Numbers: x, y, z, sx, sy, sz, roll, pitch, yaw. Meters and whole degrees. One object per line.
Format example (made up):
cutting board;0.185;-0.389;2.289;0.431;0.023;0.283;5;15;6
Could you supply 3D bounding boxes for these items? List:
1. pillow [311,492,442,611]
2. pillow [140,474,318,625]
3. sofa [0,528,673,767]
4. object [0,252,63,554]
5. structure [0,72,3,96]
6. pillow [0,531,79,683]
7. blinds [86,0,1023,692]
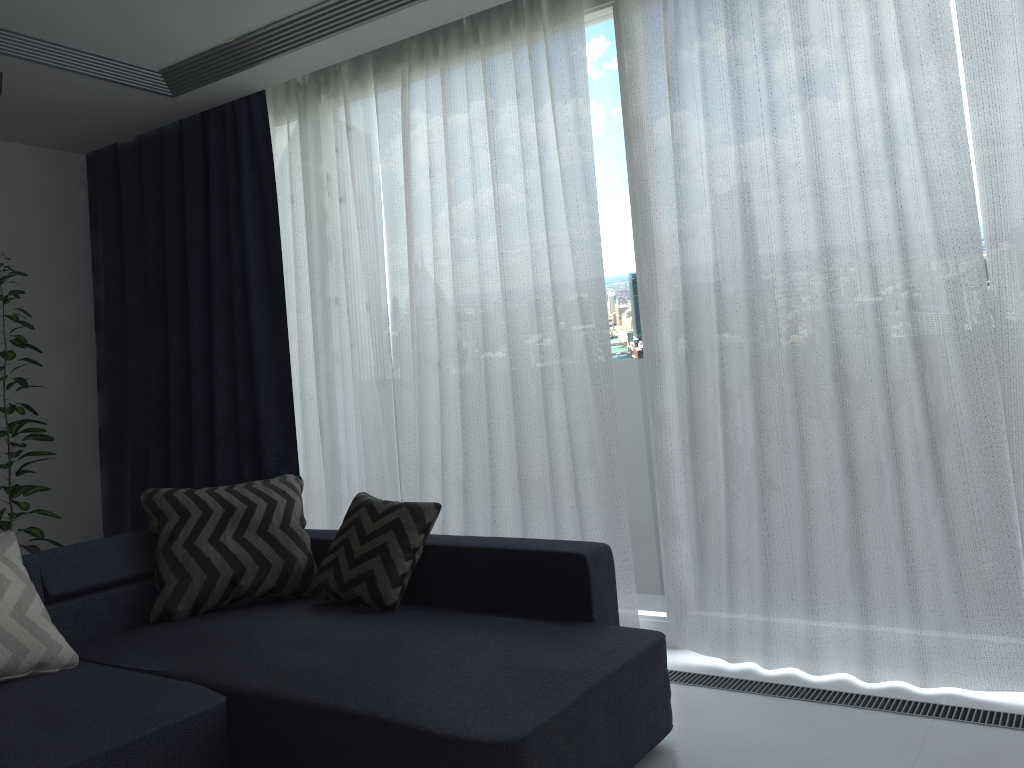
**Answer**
pillow;-0.476;0.570;3.053;0.413;0.347;0.286;-6;-3;38
pillow;-1.017;0.621;3.223;0.599;0.521;0.353;-4;-3;-26
sofa;-1.027;0.811;1.990;1.890;0.611;2.874;-4;0;34
object;-2.404;0.281;4.209;0.503;1.857;0.480;-5;-4;2
structure;-2.234;-1.296;3.760;0.114;0.143;0.084;-7;-4;38
pillow;-1.534;0.647;2.451;0.341;0.390;0.495;-6;-2;34
blinds;-1.075;-0.267;1.123;7.101;2.788;5.803;-5;-1;37
